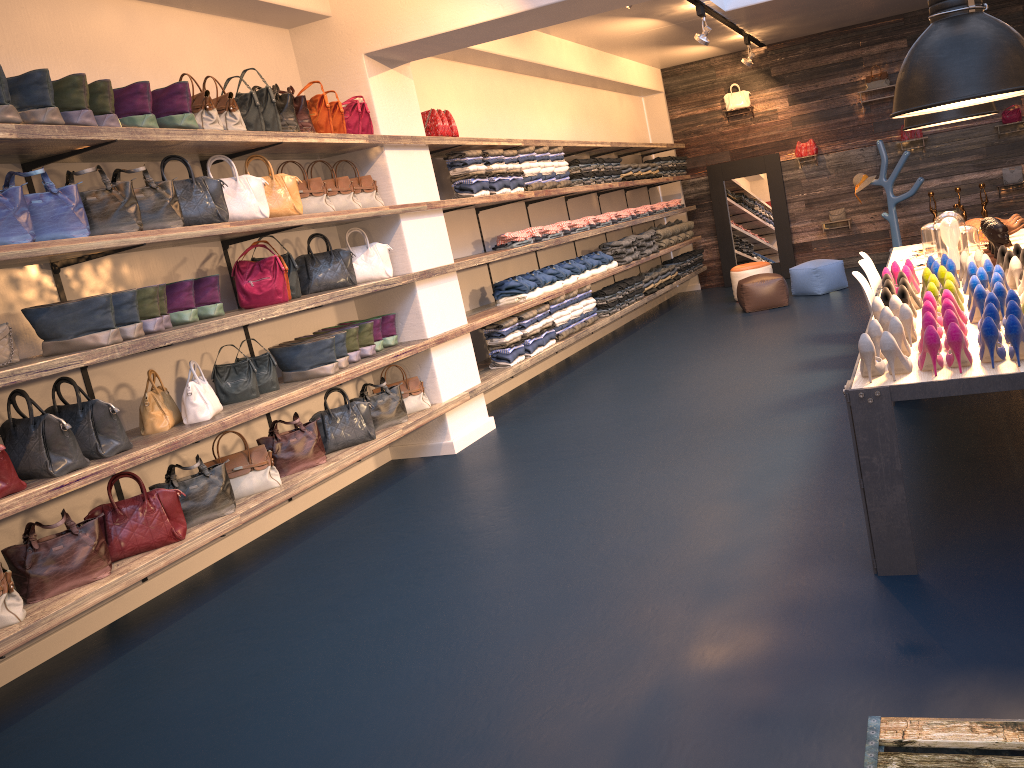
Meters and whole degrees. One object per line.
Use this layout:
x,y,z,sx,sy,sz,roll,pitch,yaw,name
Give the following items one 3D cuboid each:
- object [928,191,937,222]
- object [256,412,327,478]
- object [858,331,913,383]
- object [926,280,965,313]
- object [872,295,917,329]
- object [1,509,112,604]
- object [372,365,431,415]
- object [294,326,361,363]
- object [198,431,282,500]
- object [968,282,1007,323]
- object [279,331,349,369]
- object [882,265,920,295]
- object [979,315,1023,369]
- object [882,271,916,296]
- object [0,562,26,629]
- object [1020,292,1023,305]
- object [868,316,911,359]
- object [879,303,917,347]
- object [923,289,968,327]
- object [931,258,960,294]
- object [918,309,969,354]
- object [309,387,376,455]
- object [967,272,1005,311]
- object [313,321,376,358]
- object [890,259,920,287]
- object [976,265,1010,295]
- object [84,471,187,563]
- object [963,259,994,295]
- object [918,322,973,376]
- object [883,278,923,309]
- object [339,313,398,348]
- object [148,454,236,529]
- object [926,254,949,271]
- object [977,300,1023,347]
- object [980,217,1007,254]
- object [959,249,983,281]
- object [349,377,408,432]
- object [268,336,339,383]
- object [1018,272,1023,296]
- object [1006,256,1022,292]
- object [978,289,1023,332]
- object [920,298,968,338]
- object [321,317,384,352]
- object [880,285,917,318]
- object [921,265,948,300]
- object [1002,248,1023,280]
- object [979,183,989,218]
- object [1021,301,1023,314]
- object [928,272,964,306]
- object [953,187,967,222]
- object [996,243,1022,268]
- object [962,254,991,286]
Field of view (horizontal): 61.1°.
3.676,-1.448,7.565,0.129,0.466,0.151,-6,10,35,object
-1.270,0.342,5.044,0.406,0.337,0.201,-16,10,-30,object
1.418,-0.123,3.328,0.187,0.194,0.261,-6,11,29,object
2.124,-0.426,4.292,0.190,0.194,0.258,-7,10,24,object
1.810,-0.342,4.142,0.186,0.194,0.262,-5,11,32,object
-1.916,0.708,3.677,0.406,0.337,0.201,-16,10,-30,object
-0.808,0.041,6.161,0.412,0.365,0.166,-16,10,-27,object
-1.176,-0.223,5.627,0.423,0.234,0.176,-11,9,-4,object
-1.494,0.431,4.709,0.412,0.365,0.166,-16,10,-27,object
2.190,-0.381,3.979,0.190,0.194,0.258,-7,10,24,object
-1.219,-0.183,5.438,0.426,0.231,0.175,-12,9,-7,object
2.299,-0.617,5.158,0.191,0.194,0.263,-4,11,35,object
1.824,-0.175,3.218,0.187,0.194,0.262,-5,11,32,object
2.170,-0.546,4.900,0.190,0.194,0.258,-7,10,24,object
-2.143,0.799,3.338,0.412,0.365,0.166,-16,10,-27,object
2.538,-0.477,4.163,0.190,0.194,0.258,-7,10,24,object
1.545,-0.195,3.596,0.194,0.194,0.253,-8,10,16,object
1.692,-0.267,3.849,0.197,0.194,0.250,-9,10,11,object
1.998,-0.356,4.032,0.187,0.194,0.262,-5,11,32,object
2.512,-0.639,5.072,0.194,0.194,0.253,-8,10,16,object
1.747,-0.220,3.536,0.190,0.194,0.258,-7,10,24,object
-1.070,0.203,5.449,0.462,0.384,0.177,-17,10,-33,object
2.336,-0.459,4.264,0.196,0.194,0.259,-7,10,24,object
-1.105,-0.269,5.811,0.417,0.234,0.179,-10,9,0,object
2.430,-0.686,5.408,0.192,0.194,0.255,-8,10,19,object
2.478,-0.528,4.499,0.190,0.194,0.258,-7,10,24,object
-1.749,0.585,4.031,0.460,0.384,0.178,-16,10,-30,object
2.574,-0.595,4.770,0.190,0.194,0.258,-7,10,24,object
1.622,-0.148,3.267,0.191,0.194,0.257,-7,10,22,object
2.078,-0.483,4.645,0.187,0.194,0.262,-5,11,32,object
-1.005,-0.355,6.178,0.415,0.234,0.180,-10,9,2,object
-1.585,0.529,4.335,0.404,0.337,0.202,-16,10,-26,object
2.630,-0.710,5.345,0.190,0.194,0.258,-7,10,24,object
1.967,-0.250,3.485,0.190,0.194,0.258,-7,10,24,object
3.395,-1.039,6.128,0.145,0.284,0.164,-8,9,23,object
2.804,-0.728,5.271,0.187,0.194,0.261,-6,11,30,object
-0.882,0.131,5.821,0.404,0.337,0.202,-16,10,-26,object
-1.244,-0.145,5.256,0.415,0.231,0.180,-10,9,2,object
2.677,-0.549,4.421,0.190,0.194,0.258,-7,10,24,object
2.749,-0.610,4.682,0.191,0.194,0.256,-7,10,20,object
2.098,-0.317,3.724,0.191,0.194,0.257,-7,10,22,object
1.872,-0.289,3.788,0.188,0.194,0.260,-6,11,29,object
-1.082,-0.307,5.994,0.423,0.234,0.176,-11,9,-4,object
1.939,-0.412,4.395,0.192,0.194,0.256,-8,10,20,object
2.371,-0.572,4.845,0.188,0.194,0.260,-6,11,27,object
2.875,-0.681,4.948,0.191,0.194,0.257,-7,10,22,object
4.060,-1.492,7.430,0.140,0.466,0.139,-12,8,0,object
2.375,-0.398,3.890,0.190,0.194,0.258,-7,10,24,object
2.261,-0.500,4.561,0.190,0.194,0.258,-7,10,24,object
3.860,-1.468,7.498,0.150,0.466,0.130,-15,9,-23,object
2.996,-0.754,5.225,0.190,0.194,0.258,-7,10,24,object
2.692,-0.660,5.010,0.190,0.194,0.258,-7,10,24,object
